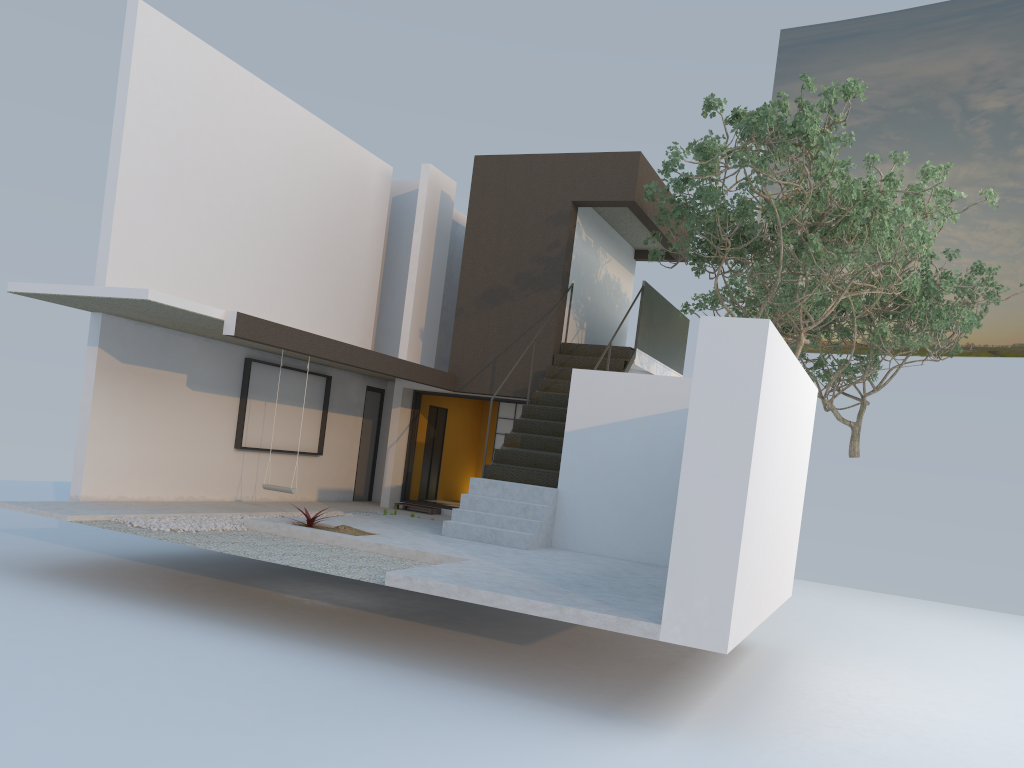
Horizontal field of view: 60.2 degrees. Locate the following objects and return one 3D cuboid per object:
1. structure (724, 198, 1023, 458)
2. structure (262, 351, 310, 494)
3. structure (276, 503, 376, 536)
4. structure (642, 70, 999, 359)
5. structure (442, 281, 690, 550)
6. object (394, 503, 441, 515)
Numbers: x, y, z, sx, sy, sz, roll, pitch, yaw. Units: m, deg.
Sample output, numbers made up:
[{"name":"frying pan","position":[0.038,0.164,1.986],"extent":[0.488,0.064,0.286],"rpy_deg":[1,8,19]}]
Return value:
[{"name":"structure","position":[7.010,-0.871,17.702],"extent":[5.504,4.705,7.317],"rpy_deg":[7,-3,4]},{"name":"structure","position":[-2.812,0.429,11.106],"extent":[0.460,1.869,0.129],"rpy_deg":[7,1,24]},{"name":"structure","position":[-2.108,1.576,10.072],"extent":[1.198,0.292,0.751],"rpy_deg":[5,-4,24]},{"name":"structure","position":[3.841,-1.599,11.898],"extent":[4.331,3.702,5.758],"rpy_deg":[7,-3,4]},{"name":"structure","position":[1.207,0.336,13.529],"extent":[1.153,3.947,6.585],"rpy_deg":[7,-3,24]},{"name":"object","position":[-1.579,2.091,14.793],"extent":[0.700,0.101,0.352],"rpy_deg":[5,-5,24]}]
